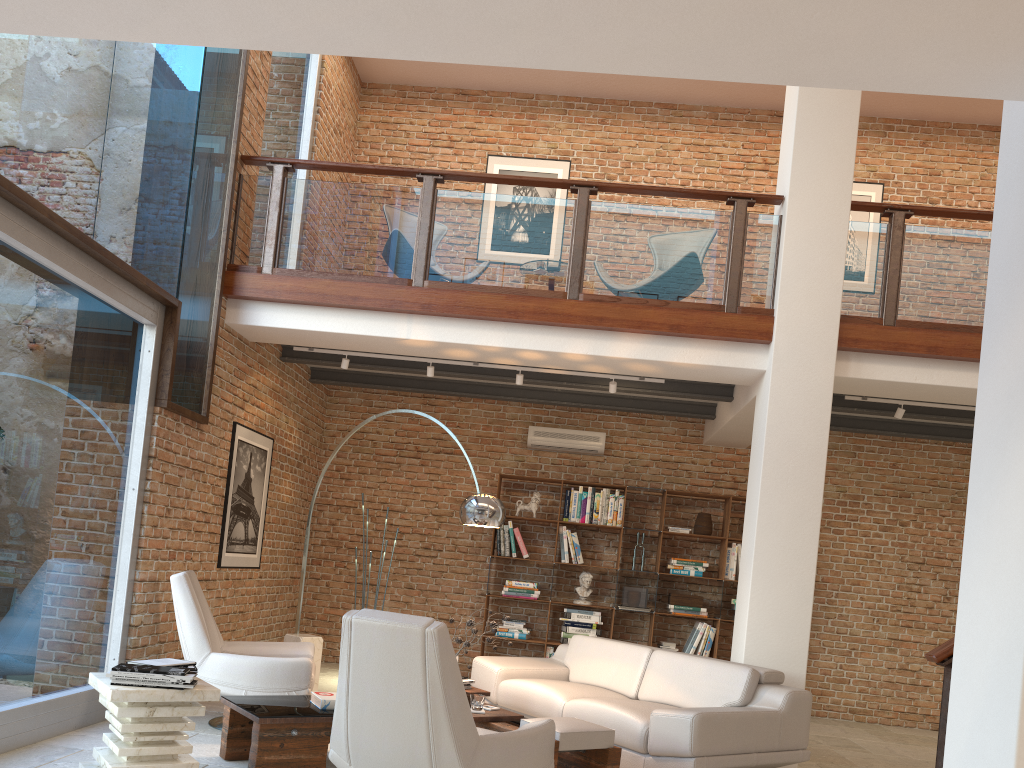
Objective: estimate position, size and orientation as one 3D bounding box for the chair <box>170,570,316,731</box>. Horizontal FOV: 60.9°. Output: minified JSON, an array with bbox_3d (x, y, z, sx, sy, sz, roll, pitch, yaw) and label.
[{"bbox_3d":[-1.804,1.784,5.837,0.988,0.982,1.041,7,-7,-11],"label":"chair"}]

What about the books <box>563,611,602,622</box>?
[{"bbox_3d":[0.731,2.419,9.071,0.380,0.063,0.249,6,-11,-2],"label":"books"}]

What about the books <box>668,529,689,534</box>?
[{"bbox_3d":[1.711,1.519,8.973,0.205,0.033,0.135,5,-11,4],"label":"books"}]

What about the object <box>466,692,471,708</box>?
[{"bbox_3d":[-0.291,1.860,5.127,0.095,0.080,0.115,9,-9,-23],"label":"object"}]

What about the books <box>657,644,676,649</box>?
[{"bbox_3d":[1.594,2.711,9.012,0.162,0.017,0.258,5,-12,4],"label":"books"}]

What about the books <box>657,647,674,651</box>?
[{"bbox_3d":[1.604,2.744,9.014,0.156,0.008,0.248,6,-12,-1],"label":"books"}]

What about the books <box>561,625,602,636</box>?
[{"bbox_3d":[0.717,2.555,9.048,0.381,0.063,0.248,8,-11,-9],"label":"books"}]

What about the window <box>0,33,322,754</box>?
[{"bbox_3d":[-2.729,-1.776,2.130,0.647,6.271,12.607,6,-10,5],"label":"window"}]

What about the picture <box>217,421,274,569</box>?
[{"bbox_3d":[-2.256,0.984,7.432,0.027,1.176,0.928,6,-5,5],"label":"picture"}]

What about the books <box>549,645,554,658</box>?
[{"bbox_3d":[0.399,2.917,9.078,0.036,0.377,0.248,6,-5,5],"label":"books"}]

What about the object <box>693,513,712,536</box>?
[{"bbox_3d":[1.967,1.444,8.957,0.197,0.229,0.193,11,-7,-38],"label":"object"}]

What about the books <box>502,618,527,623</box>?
[{"bbox_3d":[0.026,2.467,9.109,0.252,0.017,0.166,5,-12,4],"label":"books"}]

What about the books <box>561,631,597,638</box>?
[{"bbox_3d":[0.701,2.616,9.063,0.361,0.054,0.289,5,-12,6],"label":"books"}]

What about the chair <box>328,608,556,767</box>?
[{"bbox_3d":[-0.396,1.537,3.973,1.023,0.999,0.993,3,-7,21],"label":"chair"}]

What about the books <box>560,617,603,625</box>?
[{"bbox_3d":[0.717,2.457,9.052,0.444,0.020,0.278,5,-12,4],"label":"books"}]

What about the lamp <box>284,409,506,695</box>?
[{"bbox_3d":[-0.895,1.345,6.499,2.026,2.313,0.324,1,-5,41],"label":"lamp"}]

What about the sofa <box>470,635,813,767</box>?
[{"bbox_3d":[0.797,2.244,6.179,1.162,0.742,2.341,12,-12,-35],"label":"sofa"}]

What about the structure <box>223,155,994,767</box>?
[{"bbox_3d":[2.314,-0.118,2.285,10.141,4.062,14.167,5,-11,4],"label":"structure"}]

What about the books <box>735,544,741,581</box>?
[{"bbox_3d":[2.336,1.842,8.999,0.101,0.377,0.248,6,-5,5],"label":"books"}]

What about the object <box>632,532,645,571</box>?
[{"bbox_3d":[1.314,1.731,8.995,0.121,0.393,0.062,6,-2,7],"label":"object"}]

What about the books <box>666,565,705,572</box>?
[{"bbox_3d":[1.788,1.908,9.017,0.379,0.036,0.250,5,-12,4],"label":"books"}]

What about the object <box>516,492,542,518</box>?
[{"bbox_3d":[0.171,1.252,9.081,0.251,0.279,0.132,5,-3,12],"label":"object"}]

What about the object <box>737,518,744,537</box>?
[{"bbox_3d":[2.539,1.510,8.963,0.439,0.215,0.444,-4,-14,45],"label":"object"}]

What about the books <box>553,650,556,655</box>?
[{"bbox_3d":[0.442,2.945,9.066,0.057,0.324,0.259,6,-5,5],"label":"books"}]

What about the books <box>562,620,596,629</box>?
[{"bbox_3d":[0.696,2.490,9.040,0.326,0.054,0.260,6,-11,-1],"label":"books"}]

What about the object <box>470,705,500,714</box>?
[{"bbox_3d":[-0.182,1.888,5.094,0.274,0.034,0.251,11,-13,-23],"label":"object"}]

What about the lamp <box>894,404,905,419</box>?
[{"bbox_3d":[3.112,0.227,6.995,0.060,0.127,0.086,8,-5,-26],"label":"lamp"}]

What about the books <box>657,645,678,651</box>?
[{"bbox_3d":[1.612,2.733,9.021,0.171,0.018,0.241,6,-12,-3],"label":"books"}]

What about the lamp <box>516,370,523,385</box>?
[{"bbox_3d":[0.064,-0.047,7.193,0.061,0.127,0.087,6,-5,6],"label":"lamp"}]

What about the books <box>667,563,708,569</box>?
[{"bbox_3d":[1.806,1.880,9.007,0.380,0.018,0.249,7,-12,-3],"label":"books"}]

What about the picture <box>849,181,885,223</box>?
[{"bbox_3d":[3.419,-1.570,9.228,0.912,1.179,0.028,6,-1,4],"label":"picture"}]

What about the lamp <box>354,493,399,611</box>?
[{"bbox_3d":[-1.384,1.987,8.533,0.422,1.793,0.199,7,-2,-26],"label":"lamp"}]

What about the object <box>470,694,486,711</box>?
[{"bbox_3d":[-0.200,1.833,5.013,0.092,0.083,0.091,11,-9,-36],"label":"object"}]

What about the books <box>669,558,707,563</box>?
[{"bbox_3d":[1.812,1.828,9.020,0.355,0.020,0.278,5,-12,2],"label":"books"}]

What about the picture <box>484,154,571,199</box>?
[{"bbox_3d":[0.128,-1.866,9.439,0.912,1.179,0.028,6,-1,4],"label":"picture"}]

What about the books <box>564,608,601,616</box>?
[{"bbox_3d":[0.731,2.368,9.068,0.379,0.036,0.250,5,-12,4],"label":"books"}]

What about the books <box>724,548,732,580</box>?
[{"bbox_3d":[2.202,1.853,8.985,0.055,0.324,0.259,6,-5,5],"label":"books"}]

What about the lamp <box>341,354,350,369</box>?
[{"bbox_3d":[-1.393,-0.179,7.284,0.060,0.127,0.086,8,-5,-26],"label":"lamp"}]

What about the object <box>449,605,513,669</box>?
[{"bbox_3d":[-0.252,1.659,5.392,0.548,0.597,0.318,9,-5,-25],"label":"object"}]

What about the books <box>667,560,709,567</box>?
[{"bbox_3d":[1.810,1.852,8.999,0.380,0.036,0.249,6,-12,-2],"label":"books"}]

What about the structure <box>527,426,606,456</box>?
[{"bbox_3d":[0.577,0.602,9.247,0.811,0.216,0.204,5,-6,4],"label":"structure"}]

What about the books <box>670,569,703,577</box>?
[{"bbox_3d":[1.804,1.954,9.006,0.325,0.054,0.261,3,-12,14],"label":"books"}]

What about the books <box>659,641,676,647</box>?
[{"bbox_3d":[1.610,2.688,9.016,0.132,0.033,0.210,6,-12,-1],"label":"books"}]

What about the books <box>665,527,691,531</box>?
[{"bbox_3d":[1.709,1.494,8.981,0.237,0.018,0.174,7,-12,-3],"label":"books"}]

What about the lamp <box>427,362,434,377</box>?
[{"bbox_3d":[-0.675,-0.118,7.241,0.061,0.119,0.087,6,-5,6],"label":"lamp"}]

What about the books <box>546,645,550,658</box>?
[{"bbox_3d":[0.362,2.910,9.064,0.036,0.377,0.248,6,-5,5],"label":"books"}]

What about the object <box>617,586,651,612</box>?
[{"bbox_3d":[1.264,2.217,9.003,0.335,0.229,0.289,5,-8,4],"label":"object"}]

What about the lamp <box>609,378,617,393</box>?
[{"bbox_3d":[0.829,0.017,7.154,0.060,0.114,0.096,5,-6,11],"label":"lamp"}]

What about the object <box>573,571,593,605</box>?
[{"bbox_3d":[0.750,2.120,9.064,0.195,0.345,0.197,5,-4,20],"label":"object"}]

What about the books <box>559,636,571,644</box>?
[{"bbox_3d":[0.695,2.671,9.043,0.380,0.063,0.249,6,-11,-2],"label":"books"}]

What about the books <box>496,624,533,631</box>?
[{"bbox_3d":[0.016,2.542,9.097,0.380,0.018,0.249,7,-12,-3],"label":"books"}]

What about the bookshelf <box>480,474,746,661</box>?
[{"bbox_3d":[1.270,2.174,9.021,3.030,2.169,0.369,5,-2,4],"label":"bookshelf"}]
